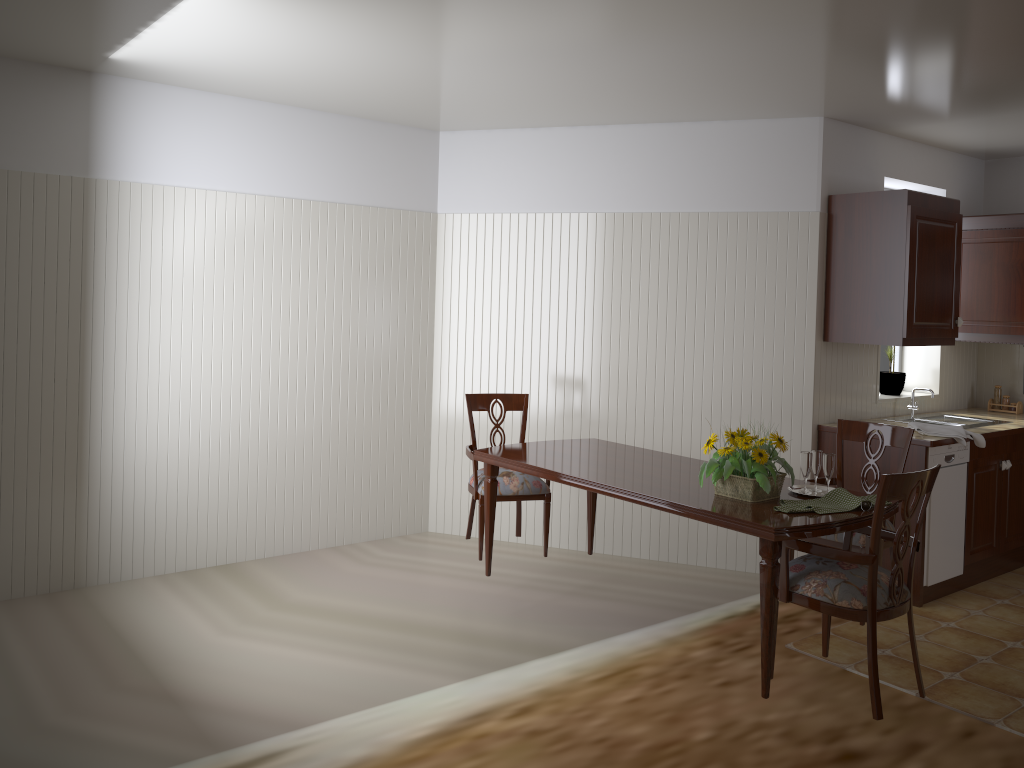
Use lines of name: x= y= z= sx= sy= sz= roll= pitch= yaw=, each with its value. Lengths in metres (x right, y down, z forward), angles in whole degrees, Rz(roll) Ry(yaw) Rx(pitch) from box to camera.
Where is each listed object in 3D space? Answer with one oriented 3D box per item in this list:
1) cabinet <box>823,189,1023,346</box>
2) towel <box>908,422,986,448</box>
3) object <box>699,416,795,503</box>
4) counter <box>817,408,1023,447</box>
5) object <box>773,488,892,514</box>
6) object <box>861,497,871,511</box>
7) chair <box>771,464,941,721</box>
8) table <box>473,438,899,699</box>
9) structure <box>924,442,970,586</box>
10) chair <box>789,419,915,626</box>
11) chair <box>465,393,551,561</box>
cabinet: x=3.071 y=-0.511 z=4.047 sx=1.368 sy=0.777 sz=2.791 roll=-2 pitch=6 yaw=-38
towel: x=2.213 y=0.262 z=4.491 sx=0.344 sy=0.097 sz=0.331 roll=3 pitch=5 yaw=15
object: x=0.820 y=0.261 z=3.134 sx=0.299 sy=0.337 sz=0.318 roll=4 pitch=4 yaw=43
counter: x=3.203 y=0.329 z=4.183 sx=1.824 sy=0.032 sz=2.793 roll=-2 pitch=7 yaw=-38
object: x=1.106 y=0.390 z=3.009 sx=0.528 sy=0.056 sz=0.167 roll=-1 pitch=5 yaw=-25
object: x=1.152 y=0.394 z=3.015 sx=0.046 sy=0.046 sz=0.147 roll=0 pitch=5 yaw=-25
chair: x=1.104 y=0.617 z=2.883 sx=0.404 sy=0.744 sz=0.460 roll=0 pitch=2 yaw=-38
table: x=0.594 y=0.631 z=3.527 sx=0.735 sy=0.557 sz=1.684 roll=-1 pitch=6 yaw=-38
structure: x=2.056 y=0.654 z=4.549 sx=0.424 sy=0.745 sz=0.380 roll=0 pitch=2 yaw=-38
chair: x=1.411 y=0.551 z=3.693 sx=0.459 sy=0.744 sz=0.405 roll=0 pitch=3 yaw=-41
chair: x=-0.033 y=0.442 z=4.382 sx=0.404 sy=0.744 sz=0.461 roll=1 pitch=2 yaw=-16
